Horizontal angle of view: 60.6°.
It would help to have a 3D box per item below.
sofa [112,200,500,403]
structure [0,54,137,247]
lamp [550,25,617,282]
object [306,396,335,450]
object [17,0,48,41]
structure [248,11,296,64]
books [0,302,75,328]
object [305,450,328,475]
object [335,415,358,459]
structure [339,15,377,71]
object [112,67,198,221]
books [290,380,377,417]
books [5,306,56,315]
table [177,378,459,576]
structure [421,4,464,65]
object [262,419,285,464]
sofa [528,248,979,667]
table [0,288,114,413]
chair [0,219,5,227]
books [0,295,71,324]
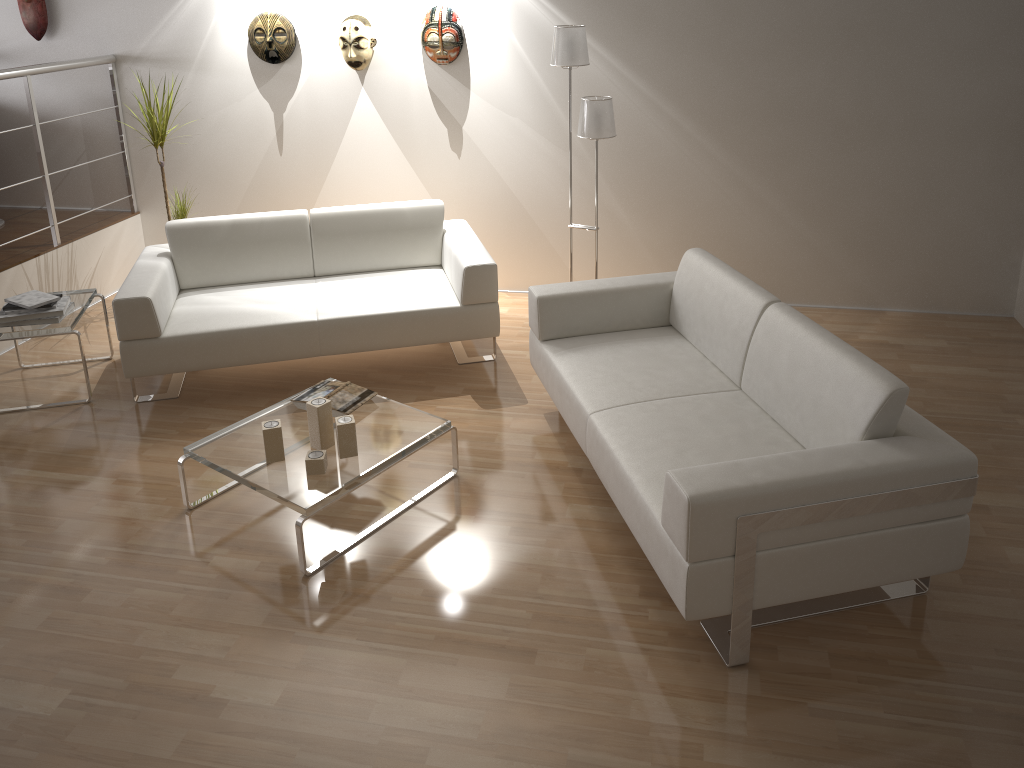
[{"bbox_3d":[-1.025,-0.484,4.565,1.787,0.705,0.951,-7,23,-12],"label":"sofa"},{"bbox_3d":[-2.819,-1.146,4.729,0.057,0.998,2.444,2,24,12],"label":"structure"},{"bbox_3d":[0.383,-1.064,4.694,0.369,1.591,0.216,10,21,31],"label":"lamp"},{"bbox_3d":[-0.709,0.142,3.245,0.068,0.187,0.069,12,23,35],"label":"object"},{"bbox_3d":[-3.090,-2.587,5.577,0.153,0.752,0.156,-13,21,-31],"label":"object"},{"bbox_3d":[-1.481,-2.116,5.358,0.317,0.301,0.072,3,19,12],"label":"structure"},{"bbox_3d":[-2.297,-0.336,4.220,0.288,0.026,0.239,-5,25,-7],"label":"books"},{"bbox_3d":[-0.693,0.272,3.102,0.067,0.071,0.070,-2,21,-2],"label":"object"},{"bbox_3d":[-0.605,0.186,3.195,0.067,0.144,0.070,-7,20,-16],"label":"object"},{"bbox_3d":[-0.944,-2.032,5.230,0.243,0.313,0.136,3,19,13],"label":"structure"},{"bbox_3d":[-2.079,-1.153,5.250,0.444,1.404,0.523,7,20,24],"label":"object"},{"bbox_3d":[-0.727,0.055,3.589,0.295,0.053,0.212,11,27,25],"label":"books"},{"bbox_3d":[-2.298,-0.380,4.206,0.218,0.014,0.159,-9,26,-16],"label":"books"},{"bbox_3d":[-0.733,0.306,3.396,0.713,0.237,0.823,16,30,34],"label":"table"},{"bbox_3d":[-0.420,-2.047,5.137,0.265,0.338,0.079,3,19,12],"label":"structure"},{"bbox_3d":[-0.866,0.202,3.177,0.067,0.143,0.070,-7,20,-16],"label":"object"},{"bbox_3d":[0.709,0.062,3.285,0.909,0.703,1.872,-6,24,-11],"label":"sofa"},{"bbox_3d":[-2.316,-0.181,4.369,0.466,0.381,0.578,-6,23,-11],"label":"table"},{"bbox_3d":[-3.497,-1.395,5.538,0.426,0.808,0.406,1,19,8],"label":"chair"},{"bbox_3d":[-2.297,-0.361,4.212,0.289,0.026,0.238,-9,26,-16],"label":"books"}]
